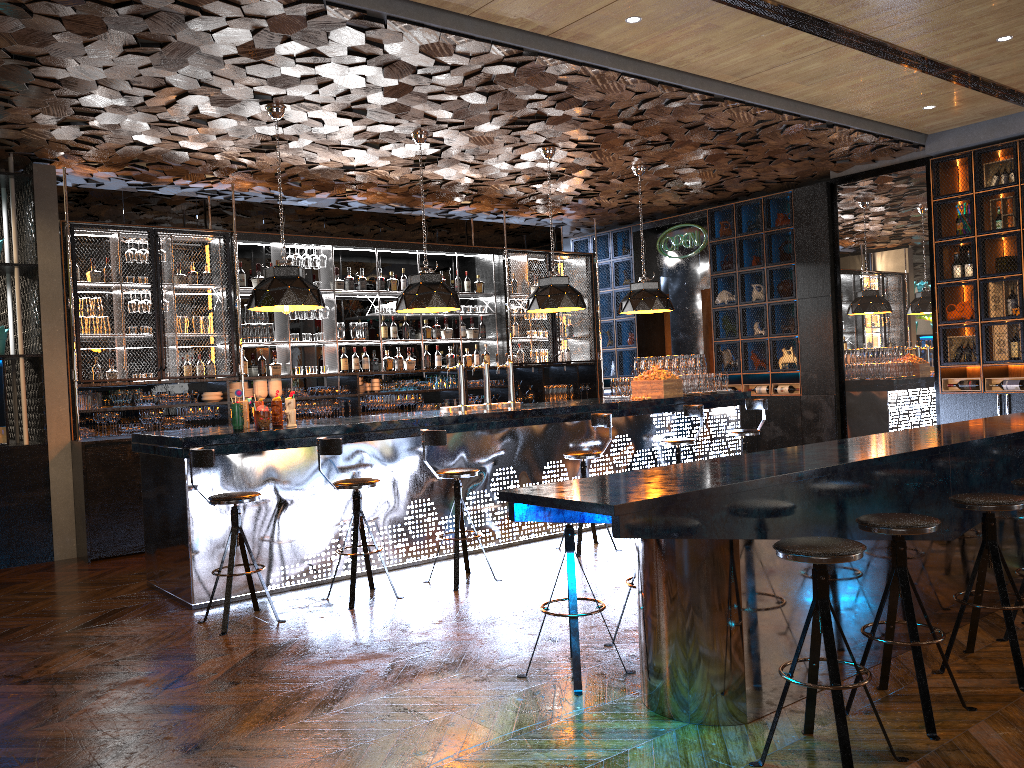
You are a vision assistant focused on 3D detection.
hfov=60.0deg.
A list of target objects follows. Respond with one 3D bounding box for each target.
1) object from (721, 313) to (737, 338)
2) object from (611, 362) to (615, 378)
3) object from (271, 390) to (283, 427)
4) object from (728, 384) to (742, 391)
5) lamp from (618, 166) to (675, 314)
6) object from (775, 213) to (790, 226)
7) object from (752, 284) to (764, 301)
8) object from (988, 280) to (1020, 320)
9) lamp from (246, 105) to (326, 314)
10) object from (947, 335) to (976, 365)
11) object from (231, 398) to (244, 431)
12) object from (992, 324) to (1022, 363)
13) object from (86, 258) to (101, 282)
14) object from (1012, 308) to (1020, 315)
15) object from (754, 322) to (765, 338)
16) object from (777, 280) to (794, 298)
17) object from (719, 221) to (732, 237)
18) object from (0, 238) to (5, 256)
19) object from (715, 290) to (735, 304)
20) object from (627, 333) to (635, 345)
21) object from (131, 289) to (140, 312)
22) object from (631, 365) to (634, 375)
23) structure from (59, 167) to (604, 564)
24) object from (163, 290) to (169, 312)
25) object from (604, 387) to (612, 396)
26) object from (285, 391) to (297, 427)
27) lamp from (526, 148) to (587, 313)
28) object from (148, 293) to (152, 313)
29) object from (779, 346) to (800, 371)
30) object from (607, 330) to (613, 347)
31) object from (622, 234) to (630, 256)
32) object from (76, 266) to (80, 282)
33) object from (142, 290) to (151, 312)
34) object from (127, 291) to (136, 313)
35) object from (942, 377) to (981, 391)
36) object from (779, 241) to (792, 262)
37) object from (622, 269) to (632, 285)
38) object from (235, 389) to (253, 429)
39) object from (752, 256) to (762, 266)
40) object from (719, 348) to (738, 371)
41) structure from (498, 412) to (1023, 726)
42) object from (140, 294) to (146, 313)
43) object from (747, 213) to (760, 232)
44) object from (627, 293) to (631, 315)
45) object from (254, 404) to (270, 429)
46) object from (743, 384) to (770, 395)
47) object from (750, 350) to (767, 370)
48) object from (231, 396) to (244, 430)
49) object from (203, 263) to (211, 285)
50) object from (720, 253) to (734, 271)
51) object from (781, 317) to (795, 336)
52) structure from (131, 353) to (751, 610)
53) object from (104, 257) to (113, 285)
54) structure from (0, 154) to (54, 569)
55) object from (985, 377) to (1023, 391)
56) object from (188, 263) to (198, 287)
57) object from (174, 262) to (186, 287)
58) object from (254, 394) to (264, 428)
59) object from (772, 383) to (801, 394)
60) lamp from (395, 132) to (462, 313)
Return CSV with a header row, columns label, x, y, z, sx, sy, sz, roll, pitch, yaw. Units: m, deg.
label,x,y,z,sx,sy,sz,roll,pitch,yaw
object,2.866,-0.760,11.568,0.167,0.356,0.255,-3,1,-33
object,1.571,-0.224,13.360,0.126,0.249,0.253,-2,1,27
object,-1.762,0.183,6.641,0.080,0.277,0.091,-3,1,-6
object,2.851,0.076,11.500,0.122,0.133,0.396,-3,1,-38
lamp,1.414,-1.559,9.586,0.582,1.564,0.607,-3,1,-38
object,3.354,-2.003,10.869,0.138,0.222,0.278,-3,1,-38
object,3.162,-1.144,11.213,0.253,0.249,0.126,-3,1,22
object,4.996,-0.847,8.971,0.304,0.396,0.162,-2,1,27
lamp,-1.794,-1.347,6.905,0.582,1.606,0.607,-3,1,-38
object,4.778,-0.357,9.278,0.361,0.297,0.152,-2,1,43
object,-1.954,0.216,6.313,0.086,0.237,0.084,-3,1,-19
object,5.023,-0.414,8.943,0.139,0.396,0.281,-3,1,-41
object,-4.020,-1.083,8.517,0.108,0.244,0.108,-2,1,41
object,5.069,-0.726,8.821,0.085,0.183,0.189,-3,1,-43
object,3.150,-0.687,11.249,0.096,0.210,0.183,-3,1,-35
object,3.390,-1.152,10.882,0.265,0.239,0.266,-2,1,30
object,2.829,-2.001,11.536,0.253,0.249,0.126,-3,1,22
object,-4.680,-1.209,7.914,0.265,0.325,0.245,-3,1,-44
object,2.852,-1.119,11.553,0.403,0.221,0.192,-3,1,21
object,1.829,-0.649,13.007,0.278,0.222,0.138,-3,1,-9
object,-3.685,-0.817,8.686,0.081,0.213,0.081,-3,1,-32
object,1.808,-0.211,12.974,0.107,0.209,0.233,-3,1,-21
structure,-1.491,-0.346,10.257,6.750,3.553,1.143,-3,1,-38
object,-3.471,-0.829,8.854,0.081,0.213,0.081,-3,1,-32
object,1.498,0.119,13.254,0.123,0.132,0.396,-3,1,-38
object,-1.642,0.184,6.573,0.081,0.264,0.099,-3,1,-17
lamp,0.391,-1.499,8.631,0.582,1.564,0.607,-3,1,-38
object,-3.631,-0.822,8.912,0.081,0.213,0.081,-3,1,-32
object,3.440,-0.312,10.881,0.164,0.303,0.341,-3,1,-33
object,1.546,-0.674,13.316,0.290,0.290,0.097,-3,1,0
object,1.682,-2.016,12.952,0.116,0.358,0.198,-3,1,-38
object,-4.168,-1.085,8.451,0.075,0.260,0.075,-3,1,11
object,-3.610,-0.821,8.745,0.081,0.213,0.081,-3,1,-32
object,-3.774,-0.814,8.799,0.081,0.213,0.081,-3,1,-32
object,4.675,0.004,9.173,0.122,0.132,0.396,-3,1,-36
object,3.376,-1.610,10.869,0.114,0.290,0.249,-3,1,-38
object,1.720,-1.548,12.932,0.097,0.290,0.290,-3,1,-40
object,-1.984,0.184,6.579,0.116,0.298,0.105,-3,1,-7
object,3.121,-1.540,11.237,0.210,0.168,0.105,-3,1,-39
object,2.881,-0.318,11.574,0.175,0.351,0.369,-3,1,-33
structure,2.115,0.818,4.899,4.941,0.998,0.673,-3,1,-38
object,-3.699,-0.818,8.858,0.081,0.213,0.081,-3,1,-32
object,3.095,-2.050,11.212,0.289,0.332,0.152,-2,1,44
object,1.750,-1.150,12.979,0.198,0.358,0.116,-3,1,22
object,-1.809,0.230,6.424,0.110,0.191,0.131,-3,1,-26
object,3.113,0.067,11.163,0.122,0.132,0.396,-3,1,-38
object,3.121,-0.288,11.218,0.208,0.280,0.131,-2,1,34
object,-2.001,0.212,6.461,0.078,0.246,0.084,-3,1,-40
object,-3.166,-1.129,9.202,0.073,0.246,0.072,-3,1,-23
object,2.821,-1.568,11.554,0.126,0.249,0.253,-3,1,-38
object,3.402,-0.703,10.902,0.212,0.220,0.119,-2,1,36
structure,-0.154,0.548,8.135,6.009,1.685,1.214,-3,1,-38
object,-3.924,-1.099,8.612,0.075,0.261,0.075,-3,1,11
structure,-6.087,-0.173,6.883,4.269,3.734,0.705,-3,1,-38
object,4.944,0.002,8.835,0.122,0.132,0.396,-3,1,-33
object,-3.280,-1.123,9.112,0.072,0.246,0.073,-2,1,37
object,-3.389,-1.114,9.029,0.108,0.244,0.108,-2,1,41
object,-1.900,0.200,6.678,0.080,0.254,0.091,-3,1,-36
object,3.378,0.057,10.823,0.123,0.132,0.396,-3,1,-37
lamp,-0.777,-1.433,7.863,0.582,1.564,0.607,-3,1,-38
